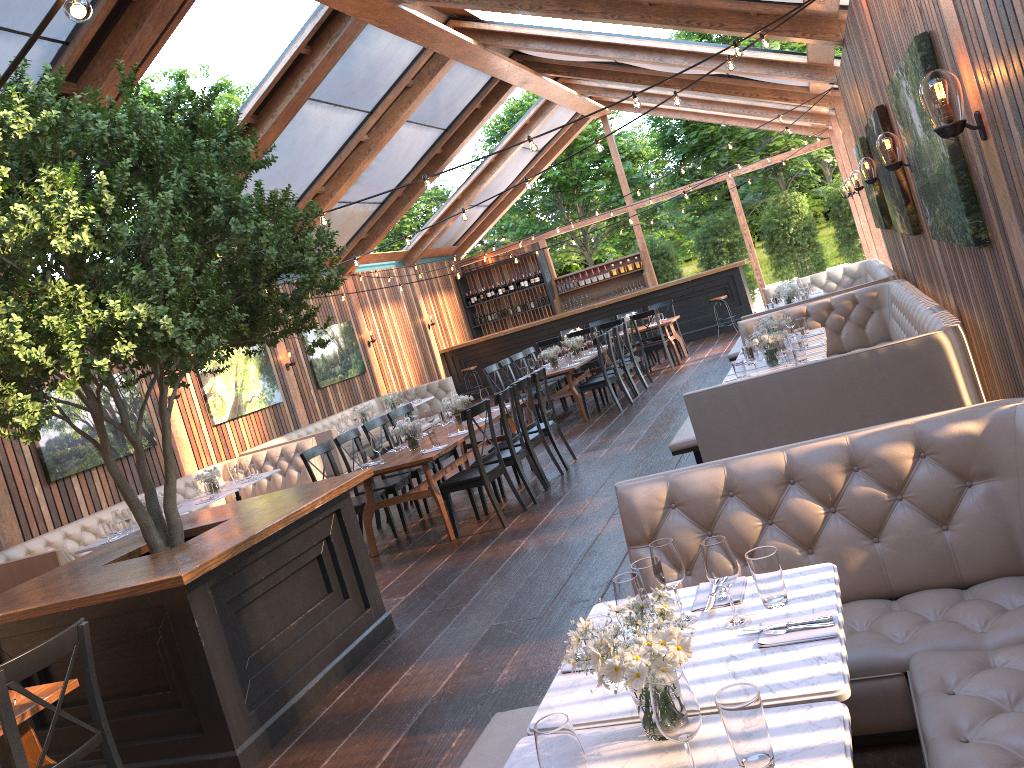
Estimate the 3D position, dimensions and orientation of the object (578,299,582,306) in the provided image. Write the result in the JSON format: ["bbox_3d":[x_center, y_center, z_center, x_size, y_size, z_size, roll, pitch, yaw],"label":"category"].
[{"bbox_3d":[1.598,-1.910,20.641,0.069,0.185,0.070,-16,2,25],"label":"object"}]

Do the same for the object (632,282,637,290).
[{"bbox_3d":[2.778,-2.219,20.085,0.074,0.181,0.073,-17,2,-5],"label":"object"}]

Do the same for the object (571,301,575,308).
[{"bbox_3d":[1.441,-1.868,20.710,0.069,0.185,0.070,-16,2,25],"label":"object"}]

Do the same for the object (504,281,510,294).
[{"bbox_3d":[-0.132,-2.297,21.084,0.077,0.309,0.077,-17,1,-1],"label":"object"}]

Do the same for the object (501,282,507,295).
[{"bbox_3d":[-0.199,-2.284,21.158,0.077,0.312,0.078,-17,1,16],"label":"object"}]

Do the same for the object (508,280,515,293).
[{"bbox_3d":[-0.016,-2.334,21.093,0.137,0.315,0.136,-17,2,-17],"label":"object"}]

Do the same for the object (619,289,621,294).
[{"bbox_3d":[2.526,-2.151,20.496,0.097,0.134,0.097,-17,2,7],"label":"object"}]

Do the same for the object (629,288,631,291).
[{"bbox_3d":[2.724,-2.204,20.416,0.097,0.134,0.097,-17,2,7],"label":"object"}]

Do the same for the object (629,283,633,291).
[{"bbox_3d":[2.705,-2.199,20.113,0.074,0.181,0.073,-17,2,-5],"label":"object"}]

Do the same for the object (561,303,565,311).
[{"bbox_3d":[1.202,-1.795,20.704,0.069,0.185,0.070,-16,2,25],"label":"object"}]

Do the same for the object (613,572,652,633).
[{"bbox_3d":[0.341,0.639,2.395,0.093,0.244,0.092,-18,2,-21],"label":"object"}]

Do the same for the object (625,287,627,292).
[{"bbox_3d":[2.631,-2.169,20.339,0.097,0.134,0.097,-17,2,7],"label":"object"}]

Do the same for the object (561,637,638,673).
[{"bbox_3d":[0.270,0.767,2.526,0.253,0.019,0.159,-15,5,21],"label":"object"}]

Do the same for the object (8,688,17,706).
[{"bbox_3d":[-2.104,1.259,3.655,0.091,0.158,0.092,-17,2,7],"label":"object"}]

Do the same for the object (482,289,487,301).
[{"bbox_3d":[-0.666,-2.148,21.288,0.075,0.302,0.076,-16,2,37],"label":"object"}]

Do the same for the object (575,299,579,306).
[{"bbox_3d":[1.512,-1.877,20.569,0.069,0.185,0.070,-16,2,25],"label":"object"}]

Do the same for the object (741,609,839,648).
[{"bbox_3d":[0.730,0.643,2.334,0.253,0.019,0.159,-15,5,21],"label":"object"}]

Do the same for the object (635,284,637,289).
[{"bbox_3d":[2.846,-2.229,20.274,0.097,0.134,0.097,-17,2,7],"label":"object"}]

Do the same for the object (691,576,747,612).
[{"bbox_3d":[0.630,0.642,2.702,0.156,0.019,0.257,-15,5,21],"label":"object"}]

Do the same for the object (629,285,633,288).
[{"bbox_3d":[2.737,-2.198,20.295,0.097,0.134,0.097,-17,2,7],"label":"object"}]

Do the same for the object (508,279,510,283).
[{"bbox_3d":[-0.031,-2.351,21.222,0.087,0.334,0.087,-17,1,1],"label":"object"}]

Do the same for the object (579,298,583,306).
[{"bbox_3d":[1.603,-1.903,20.550,0.069,0.185,0.070,-16,2,25],"label":"object"}]

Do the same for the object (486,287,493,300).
[{"bbox_3d":[-0.552,-2.190,21.312,0.137,0.315,0.136,-17,2,-17],"label":"object"}]

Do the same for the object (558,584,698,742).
[{"bbox_3d":[0.305,0.648,2.018,0.332,0.309,0.334,-18,3,-27],"label":"object"}]

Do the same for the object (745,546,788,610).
[{"bbox_3d":[0.731,0.554,2.521,0.091,0.158,0.092,-17,2,7],"label":"object"}]

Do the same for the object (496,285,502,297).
[{"bbox_3d":[-0.315,-2.260,21.285,0.137,0.315,0.136,-17,2,-17],"label":"object"}]

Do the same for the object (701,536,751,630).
[{"bbox_3d":[0.597,0.554,2.475,0.093,0.244,0.092,-18,2,-21],"label":"object"}]

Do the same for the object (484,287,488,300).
[{"bbox_3d":[-0.626,-2.188,21.424,0.087,0.334,0.087,-17,1,1],"label":"object"}]

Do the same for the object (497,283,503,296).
[{"bbox_3d":[-0.298,-2.264,21.153,0.087,0.334,0.087,-17,1,1],"label":"object"}]

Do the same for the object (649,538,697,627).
[{"bbox_3d":[0.472,0.581,2.598,0.093,0.244,0.092,-18,2,-21],"label":"object"}]

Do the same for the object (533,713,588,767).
[{"bbox_3d":[0.110,0.768,1.706,0.093,0.244,0.092,-18,2,-21],"label":"object"}]

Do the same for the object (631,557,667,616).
[{"bbox_3d":[0.433,0.627,2.732,0.091,0.158,0.092,-17,2,7],"label":"object"}]

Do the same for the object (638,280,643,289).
[{"bbox_3d":[2.910,-2.253,20.022,0.074,0.181,0.073,-17,2,-5],"label":"object"}]

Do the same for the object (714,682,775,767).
[{"bbox_3d":[0.473,0.697,1.775,0.091,0.158,0.092,-17,2,7],"label":"object"}]

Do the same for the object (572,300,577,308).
[{"bbox_3d":[1.451,-1.863,20.623,0.069,0.185,0.070,-16,2,25],"label":"object"}]

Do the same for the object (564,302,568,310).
[{"bbox_3d":[1.277,-1.814,20.668,0.069,0.185,0.070,-16,2,25],"label":"object"}]

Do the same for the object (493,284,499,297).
[{"bbox_3d":[-0.391,-2.234,21.183,0.081,0.323,0.081,-17,1,-1],"label":"object"}]

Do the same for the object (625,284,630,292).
[{"bbox_3d":[2.627,-2.177,20.133,0.074,0.181,0.073,-17,2,-5],"label":"object"}]

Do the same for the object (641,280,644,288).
[{"bbox_3d":[2.942,-2.270,20.097,0.074,0.181,0.073,-17,2,-5],"label":"object"}]

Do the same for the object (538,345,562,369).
[{"bbox_3d":[0.552,-0.372,12.327,0.339,0.309,0.326,-19,4,-35],"label":"object"}]

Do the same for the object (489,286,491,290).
[{"bbox_3d":[-0.500,-2.222,21.424,0.081,0.323,0.081,-17,1,-1],"label":"object"}]

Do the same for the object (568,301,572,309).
[{"bbox_3d":[1.365,-1.838,20.635,0.069,0.185,0.070,-16,2,25],"label":"object"}]

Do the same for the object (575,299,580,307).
[{"bbox_3d":[1.526,-1.891,20.674,0.069,0.185,0.070,-16,2,25],"label":"object"}]

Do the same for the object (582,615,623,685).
[{"bbox_3d":[0.246,0.715,2.368,0.091,0.158,0.092,-17,2,7],"label":"object"}]

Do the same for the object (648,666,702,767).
[{"bbox_3d":[0.340,0.694,1.758,0.093,0.244,0.092,-18,2,-21],"label":"object"}]

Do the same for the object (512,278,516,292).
[{"bbox_3d":[0.062,-2.373,21.200,0.081,0.323,0.081,-17,1,-1],"label":"object"}]

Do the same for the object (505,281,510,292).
[{"bbox_3d":[-0.123,-2.311,21.202,0.077,0.312,0.078,-17,1,16],"label":"object"}]

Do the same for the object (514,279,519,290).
[{"bbox_3d":[0.107,-2.371,21.124,0.076,0.306,0.078,-16,2,37],"label":"object"}]

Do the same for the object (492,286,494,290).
[{"bbox_3d":[-0.423,-2.228,21.355,0.075,0.302,0.076,-16,2,37],"label":"object"}]

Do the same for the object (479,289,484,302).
[{"bbox_3d":[-0.728,-2.140,21.356,0.077,0.312,0.078,-17,1,16],"label":"object"}]

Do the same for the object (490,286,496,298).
[{"bbox_3d":[-0.461,-2.209,21.240,0.076,0.306,0.078,-16,2,37],"label":"object"}]

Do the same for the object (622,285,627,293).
[{"bbox_3d":[2.558,-2.159,20.169,0.074,0.181,0.073,-17,2,-5],"label":"object"}]

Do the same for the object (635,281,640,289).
[{"bbox_3d":[2.855,-2.241,20.072,0.074,0.181,0.073,-17,2,-5],"label":"object"}]
